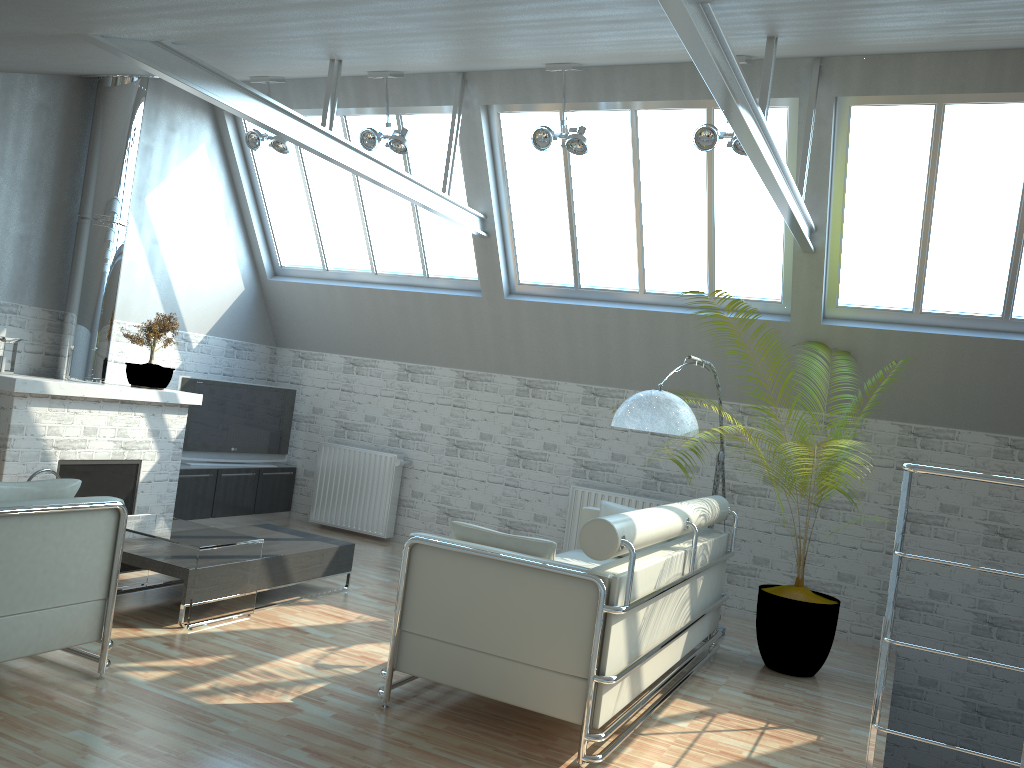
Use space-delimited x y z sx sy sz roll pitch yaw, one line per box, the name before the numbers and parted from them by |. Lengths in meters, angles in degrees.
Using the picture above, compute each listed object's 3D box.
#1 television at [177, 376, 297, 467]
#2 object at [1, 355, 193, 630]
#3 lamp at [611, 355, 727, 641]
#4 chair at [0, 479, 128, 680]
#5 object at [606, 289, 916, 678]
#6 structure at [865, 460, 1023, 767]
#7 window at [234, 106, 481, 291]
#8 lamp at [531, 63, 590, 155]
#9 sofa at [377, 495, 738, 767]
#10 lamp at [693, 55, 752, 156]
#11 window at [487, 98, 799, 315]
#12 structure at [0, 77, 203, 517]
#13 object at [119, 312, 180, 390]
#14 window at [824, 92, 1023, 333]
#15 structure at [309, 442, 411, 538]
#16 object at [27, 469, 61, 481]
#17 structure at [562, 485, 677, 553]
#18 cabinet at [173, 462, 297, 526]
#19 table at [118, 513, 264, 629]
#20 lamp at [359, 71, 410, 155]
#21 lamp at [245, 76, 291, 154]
television | -5.098 0.715 16.185 0.592 1.514 2.577 7 -1 35
object | -5.341 1.073 10.551 4.859 2.558 1.528 7 -1 24
lamp | 2.464 1.557 11.836 1.015 3.709 4.621 7 -1 31
chair | -4.920 1.349 7.348 2.507 2.001 2.201 7 -1 25
object | 2.955 1.272 10.914 3.777 4.386 5.015 8 -1 0
structure | 6.642 2.535 8.761 5.366 2.781 6.483 7 -1 25
window | -2.643 -3.287 15.559 4.651 2.787 1.897 7 -1 25
lamp | 0.668 -3.717 11.876 0.808 1.172 0.618 7 -1 29
sofa | 0.858 2.172 9.691 2.199 1.999 4.866 7 -1 25
lamp | 2.672 -3.467 10.933 0.808 1.172 0.619 7 -1 29
window | 1.924 -2.715 13.409 4.651 2.787 1.897 7 -1 25
structure | -6.125 -1.309 13.233 1.309 7.180 3.302 7 -1 25
object | -5.716 -0.567 13.914 0.572 1.265 1.115 7 -1 29
window | 6.491 -2.143 11.260 4.651 2.787 1.897 7 -1 25
structure | -2.838 1.965 16.528 1.892 1.524 0.508 7 -1 25
object | -6.308 1.690 11.853 0.412 1.124 0.584 7 -1 25
structure | 1.780 2.543 14.355 1.892 1.524 0.508 7 -1 25
cabinet | -5.362 1.956 16.106 0.908 1.016 3.234 7 -1 25
table | -3.909 2.089 10.156 1.726 0.867 1.015 7 -1 25
lamp | -1.873 -4.035 13.072 0.808 1.172 0.619 7 -1 29
lamp | -3.860 -4.284 14.007 0.808 1.172 0.619 7 -1 29
